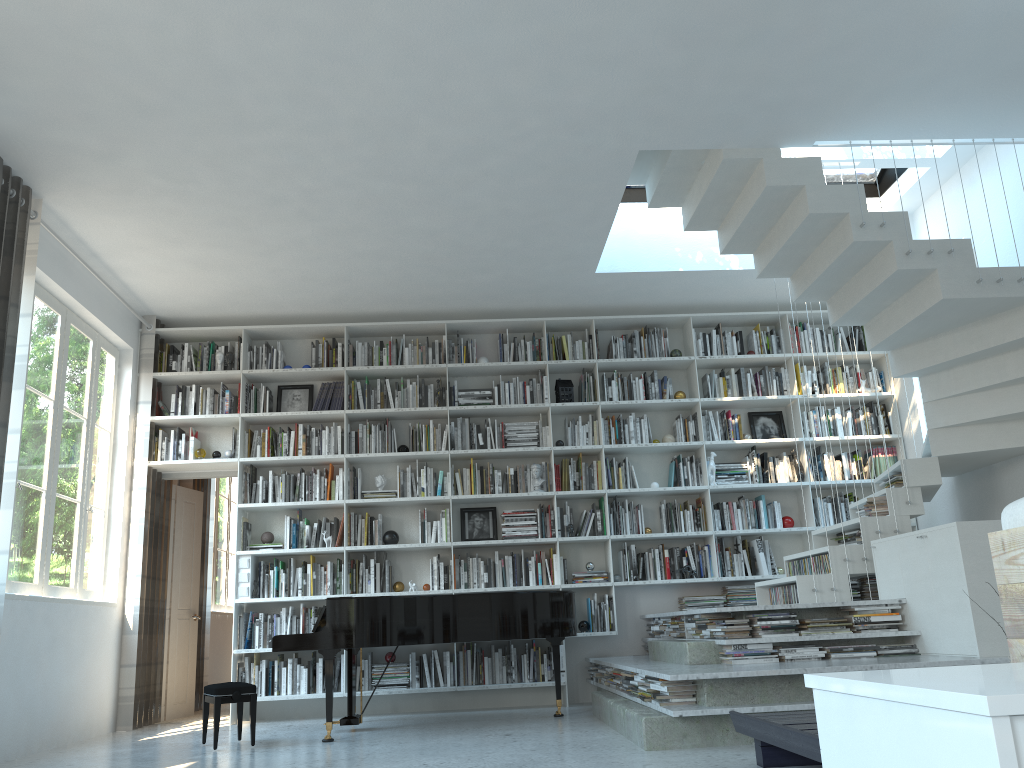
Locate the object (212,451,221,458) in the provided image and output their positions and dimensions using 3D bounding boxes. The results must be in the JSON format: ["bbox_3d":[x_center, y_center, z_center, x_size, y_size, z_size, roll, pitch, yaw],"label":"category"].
[{"bbox_3d":[-2.424,0.584,7.277,0.071,0.072,0.072,4,-17,-25],"label":"object"}]

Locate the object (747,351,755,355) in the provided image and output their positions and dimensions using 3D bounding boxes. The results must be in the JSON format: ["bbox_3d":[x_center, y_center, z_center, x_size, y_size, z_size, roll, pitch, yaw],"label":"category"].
[{"bbox_3d":[2.063,-0.253,7.649,0.071,0.072,0.071,12,-21,-43],"label":"object"}]

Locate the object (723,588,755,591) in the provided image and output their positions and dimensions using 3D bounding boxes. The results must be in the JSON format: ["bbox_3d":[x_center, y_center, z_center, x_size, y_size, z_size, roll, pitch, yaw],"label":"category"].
[{"bbox_3d":[1.865,1.673,7.226,0.254,0.005,0.161,-2,-16,-3],"label":"object"}]

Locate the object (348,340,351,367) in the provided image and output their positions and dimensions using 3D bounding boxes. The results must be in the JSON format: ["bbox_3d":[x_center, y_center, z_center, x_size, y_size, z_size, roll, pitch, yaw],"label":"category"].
[{"bbox_3d":[-1.383,-0.219,7.567,0.012,0.284,0.160,-2,-15,-3],"label":"object"}]

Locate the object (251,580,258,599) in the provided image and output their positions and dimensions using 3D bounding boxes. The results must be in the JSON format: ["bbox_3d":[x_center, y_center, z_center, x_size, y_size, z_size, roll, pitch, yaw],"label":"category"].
[{"bbox_3d":[-2.000,1.600,6.896,0.045,0.146,0.045,-13,-18,34],"label":"object"}]

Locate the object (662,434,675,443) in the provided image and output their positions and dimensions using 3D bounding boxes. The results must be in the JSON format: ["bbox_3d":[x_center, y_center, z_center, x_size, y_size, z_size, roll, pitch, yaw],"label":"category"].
[{"bbox_3d":[1.326,0.482,7.505,0.111,0.112,0.112,4,-17,-25],"label":"object"}]

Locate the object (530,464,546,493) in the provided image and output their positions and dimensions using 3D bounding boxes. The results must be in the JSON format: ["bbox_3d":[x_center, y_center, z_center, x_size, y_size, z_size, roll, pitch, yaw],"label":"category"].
[{"bbox_3d":[0.206,0.775,7.233,0.137,0.243,0.138,9,-19,-37],"label":"object"}]

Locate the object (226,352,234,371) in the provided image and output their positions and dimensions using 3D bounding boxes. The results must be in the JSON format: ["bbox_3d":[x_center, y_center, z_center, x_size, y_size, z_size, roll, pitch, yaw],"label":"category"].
[{"bbox_3d":[-2.340,-0.174,7.352,0.067,0.197,0.068,-15,-19,37],"label":"object"}]

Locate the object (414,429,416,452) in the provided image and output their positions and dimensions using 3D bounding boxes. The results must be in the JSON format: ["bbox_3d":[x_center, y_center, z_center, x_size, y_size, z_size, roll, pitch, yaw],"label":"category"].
[{"bbox_3d":[-0.806,0.499,7.410,0.010,0.225,0.143,-2,-15,-3],"label":"object"}]

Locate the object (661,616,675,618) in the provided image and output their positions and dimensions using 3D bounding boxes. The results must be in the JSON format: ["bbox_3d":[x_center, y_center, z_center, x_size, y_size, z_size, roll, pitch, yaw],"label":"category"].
[{"bbox_3d":[1.209,1.704,6.495,0.159,0.007,0.286,-1,-16,-6],"label":"object"}]

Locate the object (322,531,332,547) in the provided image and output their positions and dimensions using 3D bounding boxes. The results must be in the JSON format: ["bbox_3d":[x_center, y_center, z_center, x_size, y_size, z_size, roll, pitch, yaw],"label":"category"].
[{"bbox_3d":[-1.460,1.226,7.004,0.081,0.139,0.044,3,-16,-19],"label":"object"}]

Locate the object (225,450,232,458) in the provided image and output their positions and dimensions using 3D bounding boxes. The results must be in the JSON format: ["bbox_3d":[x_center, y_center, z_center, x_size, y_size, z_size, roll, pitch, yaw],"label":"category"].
[{"bbox_3d":[-2.317,0.575,7.264,0.071,0.072,0.072,4,-17,-25],"label":"object"}]

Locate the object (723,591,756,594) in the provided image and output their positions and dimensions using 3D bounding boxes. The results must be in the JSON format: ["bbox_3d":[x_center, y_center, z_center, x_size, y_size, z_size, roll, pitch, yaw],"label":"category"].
[{"bbox_3d":[1.864,1.699,7.219,0.254,0.005,0.161,-2,-16,-3],"label":"object"}]

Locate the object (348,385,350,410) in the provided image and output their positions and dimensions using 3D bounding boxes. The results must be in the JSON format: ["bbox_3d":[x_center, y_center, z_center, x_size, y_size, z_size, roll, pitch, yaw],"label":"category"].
[{"bbox_3d":[-1.365,0.149,7.469,0.012,0.253,0.161,-2,-15,-3],"label":"object"}]

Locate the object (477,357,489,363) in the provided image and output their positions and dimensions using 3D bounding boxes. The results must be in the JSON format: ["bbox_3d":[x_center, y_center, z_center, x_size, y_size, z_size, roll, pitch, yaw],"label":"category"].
[{"bbox_3d":[-0.247,-0.181,7.566,0.105,0.105,0.105,4,-17,-25],"label":"object"}]

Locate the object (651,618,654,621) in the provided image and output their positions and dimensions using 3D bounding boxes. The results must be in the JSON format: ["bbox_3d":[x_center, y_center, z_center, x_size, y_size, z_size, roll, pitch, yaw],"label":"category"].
[{"bbox_3d":[1.196,1.876,7.067,0.131,0.024,0.291,-2,-16,-2],"label":"object"}]

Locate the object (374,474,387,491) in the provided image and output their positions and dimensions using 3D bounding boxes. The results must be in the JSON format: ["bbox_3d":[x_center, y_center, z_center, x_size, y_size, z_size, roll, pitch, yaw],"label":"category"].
[{"bbox_3d":[-1.083,0.813,7.300,0.095,0.156,0.121,-5,-15,10],"label":"object"}]

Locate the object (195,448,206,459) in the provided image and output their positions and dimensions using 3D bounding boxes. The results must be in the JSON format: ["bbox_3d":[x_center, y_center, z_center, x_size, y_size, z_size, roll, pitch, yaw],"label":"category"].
[{"bbox_3d":[-2.537,0.567,7.225,0.087,0.087,0.087,12,-21,-43],"label":"object"}]

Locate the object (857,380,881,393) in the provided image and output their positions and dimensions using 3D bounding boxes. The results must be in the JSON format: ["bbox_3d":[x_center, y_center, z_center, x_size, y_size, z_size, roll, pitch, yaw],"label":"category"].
[{"bbox_3d":[3.045,0.028,7.584,0.203,0.136,0.095,-6,-15,12],"label":"object"}]

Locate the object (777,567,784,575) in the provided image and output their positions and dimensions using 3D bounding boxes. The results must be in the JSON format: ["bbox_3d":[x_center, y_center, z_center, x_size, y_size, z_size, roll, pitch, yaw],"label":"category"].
[{"bbox_3d":[2.192,1.536,7.265,0.071,0.072,0.071,12,-21,-43],"label":"object"}]

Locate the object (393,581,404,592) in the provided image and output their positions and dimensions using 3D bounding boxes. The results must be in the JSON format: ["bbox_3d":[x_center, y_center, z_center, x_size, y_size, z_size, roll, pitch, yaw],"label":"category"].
[{"bbox_3d":[-0.905,1.623,7.080,0.091,0.091,0.091,4,-17,-25],"label":"object"}]

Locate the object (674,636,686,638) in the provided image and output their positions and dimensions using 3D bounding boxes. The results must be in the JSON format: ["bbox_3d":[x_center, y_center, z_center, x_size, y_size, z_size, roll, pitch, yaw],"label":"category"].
[{"bbox_3d":[1.235,1.762,6.182,0.145,0.010,0.267,-1,-16,-7],"label":"object"}]

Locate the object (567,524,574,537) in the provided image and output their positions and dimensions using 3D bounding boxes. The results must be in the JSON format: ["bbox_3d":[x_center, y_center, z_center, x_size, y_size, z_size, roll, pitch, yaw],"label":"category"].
[{"bbox_3d":[0.471,1.176,7.113,0.054,0.113,0.079,-2,-15,-5],"label":"object"}]

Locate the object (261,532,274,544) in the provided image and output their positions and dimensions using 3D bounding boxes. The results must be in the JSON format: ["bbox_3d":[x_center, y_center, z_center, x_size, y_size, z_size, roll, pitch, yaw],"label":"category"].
[{"bbox_3d":[-1.962,1.239,7.119,0.105,0.106,0.105,4,-17,-25],"label":"object"}]

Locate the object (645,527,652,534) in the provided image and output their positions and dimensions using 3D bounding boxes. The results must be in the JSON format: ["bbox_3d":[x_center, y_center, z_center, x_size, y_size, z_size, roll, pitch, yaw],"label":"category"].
[{"bbox_3d":[1.113,1.215,7.285,0.071,0.072,0.071,12,-21,-43],"label":"object"}]

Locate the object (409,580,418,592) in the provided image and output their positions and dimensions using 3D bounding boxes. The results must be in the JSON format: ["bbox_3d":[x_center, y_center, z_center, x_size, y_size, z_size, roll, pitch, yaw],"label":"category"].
[{"bbox_3d":[-0.782,1.602,7.024,0.060,0.094,0.078,-6,-16,13],"label":"object"}]

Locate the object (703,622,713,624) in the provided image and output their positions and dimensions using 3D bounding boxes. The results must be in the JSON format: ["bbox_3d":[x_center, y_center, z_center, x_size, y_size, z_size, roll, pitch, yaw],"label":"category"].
[{"bbox_3d":[1.275,1.476,5.489,0.142,0.006,0.204,-1,-16,-5],"label":"object"}]

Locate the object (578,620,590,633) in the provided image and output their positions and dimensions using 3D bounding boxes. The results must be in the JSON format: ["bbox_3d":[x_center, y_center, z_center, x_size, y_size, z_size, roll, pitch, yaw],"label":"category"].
[{"bbox_3d":[0.566,1.906,6.969,0.094,0.094,0.094,12,-21,-43],"label":"object"}]

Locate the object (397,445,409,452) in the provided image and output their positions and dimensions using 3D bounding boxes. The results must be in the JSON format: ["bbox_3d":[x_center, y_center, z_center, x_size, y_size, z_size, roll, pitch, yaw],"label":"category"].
[{"bbox_3d":[-0.900,0.552,7.339,0.097,0.098,0.097,12,-21,-43],"label":"object"}]

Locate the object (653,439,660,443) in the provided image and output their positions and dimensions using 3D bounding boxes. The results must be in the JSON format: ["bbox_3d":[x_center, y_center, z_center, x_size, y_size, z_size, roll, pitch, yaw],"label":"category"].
[{"bbox_3d":[1.213,0.500,7.470,0.068,0.068,0.068,4,-17,-25],"label":"object"}]

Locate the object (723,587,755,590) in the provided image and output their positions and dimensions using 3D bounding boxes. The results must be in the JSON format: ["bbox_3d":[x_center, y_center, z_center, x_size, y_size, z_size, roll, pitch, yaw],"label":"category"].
[{"bbox_3d":[1.865,1.668,7.227,0.254,0.005,0.161,-2,-16,-3],"label":"object"}]

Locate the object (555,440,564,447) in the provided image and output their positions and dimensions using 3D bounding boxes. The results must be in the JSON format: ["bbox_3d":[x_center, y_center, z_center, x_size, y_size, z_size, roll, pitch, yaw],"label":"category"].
[{"bbox_3d":[0.396,0.501,7.353,0.071,0.072,0.071,12,-21,-43],"label":"object"}]

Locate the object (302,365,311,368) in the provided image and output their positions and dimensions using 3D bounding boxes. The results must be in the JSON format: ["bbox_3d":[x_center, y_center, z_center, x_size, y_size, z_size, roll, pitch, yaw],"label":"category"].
[{"bbox_3d":[-1.732,-0.120,7.484,0.082,0.083,0.083,4,-17,-25],"label":"object"}]

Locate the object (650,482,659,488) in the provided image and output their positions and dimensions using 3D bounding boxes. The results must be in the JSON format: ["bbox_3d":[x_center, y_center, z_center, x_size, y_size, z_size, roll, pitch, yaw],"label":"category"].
[{"bbox_3d":[1.184,0.848,7.351,0.071,0.072,0.071,12,-21,-43],"label":"object"}]

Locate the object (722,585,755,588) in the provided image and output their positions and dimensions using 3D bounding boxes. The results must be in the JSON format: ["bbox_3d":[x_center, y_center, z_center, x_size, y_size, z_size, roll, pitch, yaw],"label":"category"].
[{"bbox_3d":[1.865,1.649,7.220,0.285,0.005,0.160,-3,-16,1],"label":"object"}]

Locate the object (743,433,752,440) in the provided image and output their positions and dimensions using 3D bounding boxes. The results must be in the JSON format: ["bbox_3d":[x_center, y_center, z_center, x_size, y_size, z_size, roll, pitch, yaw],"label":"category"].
[{"bbox_3d":[1.984,0.463,7.515,0.092,0.092,0.091,12,-21,-43],"label":"object"}]

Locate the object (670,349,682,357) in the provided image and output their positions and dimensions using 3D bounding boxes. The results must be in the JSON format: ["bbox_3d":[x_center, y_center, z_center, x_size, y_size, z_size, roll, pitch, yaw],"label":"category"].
[{"bbox_3d":[1.408,-0.247,7.614,0.104,0.105,0.104,12,-21,-43],"label":"object"}]

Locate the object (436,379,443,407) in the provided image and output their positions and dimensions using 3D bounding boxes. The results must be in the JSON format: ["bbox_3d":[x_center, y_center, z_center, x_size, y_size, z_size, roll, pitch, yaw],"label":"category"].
[{"bbox_3d":[-0.602,0.086,7.374,0.075,0.254,0.075,4,-16,-24],"label":"object"}]

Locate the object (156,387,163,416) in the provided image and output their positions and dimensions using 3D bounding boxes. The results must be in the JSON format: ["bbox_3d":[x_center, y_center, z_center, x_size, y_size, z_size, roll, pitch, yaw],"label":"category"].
[{"bbox_3d":[-2.939,0.175,7.364,0.035,0.294,0.177,-2,-15,-3],"label":"object"}]

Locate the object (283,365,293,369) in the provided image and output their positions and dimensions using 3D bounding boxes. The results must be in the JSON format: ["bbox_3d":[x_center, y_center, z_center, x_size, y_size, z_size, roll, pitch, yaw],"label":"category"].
[{"bbox_3d":[-1.888,-0.115,7.475,0.082,0.083,0.083,4,-17,-25],"label":"object"}]

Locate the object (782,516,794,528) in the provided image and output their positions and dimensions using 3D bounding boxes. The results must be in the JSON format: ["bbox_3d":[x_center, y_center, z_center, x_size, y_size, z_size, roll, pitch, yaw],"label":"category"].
[{"bbox_3d":[2.279,1.153,7.349,0.115,0.116,0.115,4,-17,-25],"label":"object"}]

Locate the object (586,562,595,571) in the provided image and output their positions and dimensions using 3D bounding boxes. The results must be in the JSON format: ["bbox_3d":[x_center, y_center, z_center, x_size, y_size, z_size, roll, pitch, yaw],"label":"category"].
[{"bbox_3d":[0.626,1.462,7.106,0.071,0.072,0.071,12,-21,-43],"label":"object"}]

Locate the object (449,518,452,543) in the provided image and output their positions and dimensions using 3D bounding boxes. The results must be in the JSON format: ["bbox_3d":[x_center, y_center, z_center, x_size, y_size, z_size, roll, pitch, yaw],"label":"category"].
[{"bbox_3d":[-0.500,1.207,7.245,0.017,0.215,0.104,-2,-15,-3],"label":"object"}]

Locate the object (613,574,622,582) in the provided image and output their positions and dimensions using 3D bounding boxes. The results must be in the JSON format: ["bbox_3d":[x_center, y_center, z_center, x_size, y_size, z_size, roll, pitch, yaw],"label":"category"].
[{"bbox_3d":[0.851,1.574,7.170,0.071,0.072,0.071,12,-21,-43],"label":"object"}]

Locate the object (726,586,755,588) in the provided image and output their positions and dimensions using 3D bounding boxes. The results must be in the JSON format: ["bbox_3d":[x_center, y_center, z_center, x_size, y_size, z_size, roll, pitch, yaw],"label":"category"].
[{"bbox_3d":[1.865,1.657,7.228,0.254,0.005,0.161,-2,-16,-2],"label":"object"}]

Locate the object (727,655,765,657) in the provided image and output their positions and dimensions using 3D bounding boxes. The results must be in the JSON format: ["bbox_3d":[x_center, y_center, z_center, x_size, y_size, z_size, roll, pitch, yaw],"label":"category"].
[{"bbox_3d":[1.319,1.523,4.973,0.204,0.004,0.140,-3,-16,-1],"label":"object"}]

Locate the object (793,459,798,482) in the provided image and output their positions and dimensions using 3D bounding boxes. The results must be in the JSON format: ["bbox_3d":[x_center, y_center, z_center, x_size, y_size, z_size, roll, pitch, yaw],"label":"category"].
[{"bbox_3d":[2.370,0.755,7.483,0.022,0.211,0.179,-2,-15,-3],"label":"object"}]

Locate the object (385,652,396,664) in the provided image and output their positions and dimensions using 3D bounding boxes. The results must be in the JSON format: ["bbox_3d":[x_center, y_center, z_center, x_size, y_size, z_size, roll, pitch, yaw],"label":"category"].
[{"bbox_3d":[-0.948,2.133,6.913,0.086,0.087,0.086,4,-17,-25],"label":"object"}]

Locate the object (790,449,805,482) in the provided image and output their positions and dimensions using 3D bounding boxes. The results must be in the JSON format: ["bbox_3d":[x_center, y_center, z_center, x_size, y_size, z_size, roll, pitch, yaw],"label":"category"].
[{"bbox_3d":[2.374,0.684,7.359,0.087,0.287,0.075,-12,-17,30],"label":"object"}]

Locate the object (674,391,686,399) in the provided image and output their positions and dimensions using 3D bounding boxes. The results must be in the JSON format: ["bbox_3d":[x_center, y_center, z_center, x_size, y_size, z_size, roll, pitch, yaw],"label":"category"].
[{"bbox_3d":[1.426,0.109,7.526,0.100,0.101,0.101,4,-17,-25],"label":"object"}]

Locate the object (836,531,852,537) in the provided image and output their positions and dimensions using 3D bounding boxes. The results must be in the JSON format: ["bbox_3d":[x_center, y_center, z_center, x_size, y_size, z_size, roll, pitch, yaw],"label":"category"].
[{"bbox_3d":[2.438,1.073,6.369,0.161,0.025,0.175,-3,-16,0],"label":"object"}]

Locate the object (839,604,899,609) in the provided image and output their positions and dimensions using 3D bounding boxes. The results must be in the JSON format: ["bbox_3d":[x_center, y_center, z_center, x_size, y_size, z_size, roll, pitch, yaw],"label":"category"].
[{"bbox_3d":[2.084,1.292,5.185,0.284,0.030,0.177,-2,-16,-3],"label":"object"}]

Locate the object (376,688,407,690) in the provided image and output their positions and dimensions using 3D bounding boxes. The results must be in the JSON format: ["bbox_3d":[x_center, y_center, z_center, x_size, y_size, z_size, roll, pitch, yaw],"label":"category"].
[{"bbox_3d":[-0.936,2.365,6.887,0.254,0.007,0.161,-3,-16,-1],"label":"object"}]

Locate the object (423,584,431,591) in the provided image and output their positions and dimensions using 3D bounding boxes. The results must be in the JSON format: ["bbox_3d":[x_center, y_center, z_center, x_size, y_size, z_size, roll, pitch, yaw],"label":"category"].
[{"bbox_3d":[-0.678,1.619,7.049,0.061,0.062,0.061,12,-21,-43],"label":"object"}]

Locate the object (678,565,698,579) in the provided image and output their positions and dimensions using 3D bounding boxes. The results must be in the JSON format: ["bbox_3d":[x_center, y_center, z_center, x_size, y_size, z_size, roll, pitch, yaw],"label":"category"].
[{"bbox_3d":[1.403,1.498,7.065,0.160,0.113,0.065,2,-16,-16],"label":"object"}]

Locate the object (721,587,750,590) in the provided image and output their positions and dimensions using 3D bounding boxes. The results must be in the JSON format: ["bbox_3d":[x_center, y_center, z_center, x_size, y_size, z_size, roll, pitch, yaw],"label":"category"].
[{"bbox_3d":[1.865,1.663,7.229,0.285,0.005,0.160,-2,-16,-3],"label":"object"}]

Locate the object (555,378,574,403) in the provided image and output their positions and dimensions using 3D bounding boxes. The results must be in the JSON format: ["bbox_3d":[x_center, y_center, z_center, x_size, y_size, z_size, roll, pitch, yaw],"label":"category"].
[{"bbox_3d":[0.444,0.073,7.500,0.135,0.247,0.136,1,-15,-13],"label":"object"}]

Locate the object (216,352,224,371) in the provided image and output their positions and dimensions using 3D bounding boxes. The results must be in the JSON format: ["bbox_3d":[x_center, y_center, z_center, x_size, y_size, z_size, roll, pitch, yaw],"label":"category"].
[{"bbox_3d":[-2.421,-0.171,7.347,0.067,0.197,0.068,-15,-19,37],"label":"object"}]

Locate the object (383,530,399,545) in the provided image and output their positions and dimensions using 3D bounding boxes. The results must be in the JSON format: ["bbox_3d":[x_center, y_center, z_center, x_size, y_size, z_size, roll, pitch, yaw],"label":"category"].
[{"bbox_3d":[-0.978,1.250,7.166,0.134,0.135,0.134,12,-21,-43],"label":"object"}]

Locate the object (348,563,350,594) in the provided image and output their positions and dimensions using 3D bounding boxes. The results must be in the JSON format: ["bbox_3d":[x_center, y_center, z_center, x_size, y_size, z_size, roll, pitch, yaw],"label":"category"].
[{"bbox_3d":[-1.296,1.562,7.092,0.012,0.253,0.161,-2,-15,-3],"label":"object"}]
